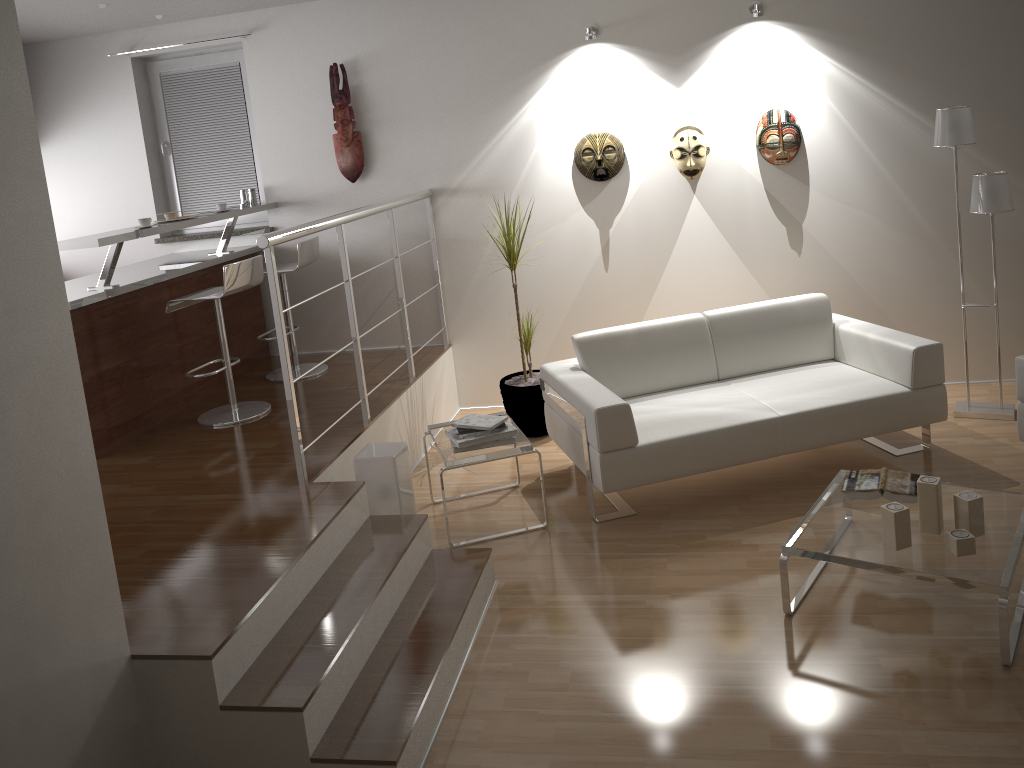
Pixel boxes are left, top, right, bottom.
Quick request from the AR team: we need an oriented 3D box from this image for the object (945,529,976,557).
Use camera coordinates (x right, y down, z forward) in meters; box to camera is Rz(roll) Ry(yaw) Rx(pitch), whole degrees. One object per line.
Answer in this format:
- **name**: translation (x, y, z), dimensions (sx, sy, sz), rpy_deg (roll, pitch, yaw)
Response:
- **object**: translation (1.484, 0.519, 2.897), dimensions (0.067, 0.072, 0.069), rpy_deg (-7, 11, -2)

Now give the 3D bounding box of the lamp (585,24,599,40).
- **lamp**: translation (0.479, -2.139, 5.320), dimensions (0.080, 0.105, 0.197), rpy_deg (-4, 14, 12)

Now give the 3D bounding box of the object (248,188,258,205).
- **object**: translation (-1.753, -1.265, 5.916), dimensions (0.052, 0.109, 0.054), rpy_deg (-7, 9, -4)

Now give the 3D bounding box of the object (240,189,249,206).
- **object**: translation (-1.811, -1.259, 5.921), dimensions (0.052, 0.107, 0.054), rpy_deg (-7, 9, -4)

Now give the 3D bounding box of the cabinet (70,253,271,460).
- **cabinet**: translation (-2.196, -0.248, 5.186), dimensions (0.632, 0.730, 1.908), rpy_deg (-4, 15, 12)

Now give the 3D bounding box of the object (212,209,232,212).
- **object**: translation (-1.811, -1.081, 5.471), dimensions (0.140, 0.008, 0.133), rpy_deg (-9, 16, -8)

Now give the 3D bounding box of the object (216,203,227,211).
- **object**: translation (-1.813, -1.106, 5.481), dimensions (0.081, 0.044, 0.067), rpy_deg (-18, 17, -39)

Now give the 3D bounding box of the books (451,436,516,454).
- **books**: translation (-0.139, 0.249, 4.065), dimensions (0.288, 0.026, 0.233), rpy_deg (-9, 16, -8)

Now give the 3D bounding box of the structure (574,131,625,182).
- **structure**: translation (0.543, -1.419, 5.466), dimensions (0.316, 0.309, 0.071), rpy_deg (-4, 8, 12)

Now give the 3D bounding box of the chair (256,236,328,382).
- **chair**: translation (-1.396, -0.478, 5.504), dimensions (0.425, 0.829, 0.397), rpy_deg (-5, 9, 8)

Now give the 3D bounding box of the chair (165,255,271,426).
- **chair**: translation (-1.549, -0.243, 4.732), dimensions (0.424, 0.829, 0.399), rpy_deg (-4, 9, 17)

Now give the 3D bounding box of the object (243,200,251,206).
- **object**: translation (-1.778, -1.216, 5.869), dimensions (0.052, 0.044, 0.051), rpy_deg (-14, 14, -30)

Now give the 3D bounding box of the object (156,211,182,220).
- **object**: translation (-1.955, -0.965, 5.029), dimensions (0.129, 0.040, 0.144), rpy_deg (-3, 15, 14)

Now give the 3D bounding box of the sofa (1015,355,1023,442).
- **sofa**: translation (2.866, 0.213, 3.115), dimensions (0.910, 0.720, 1.826), rpy_deg (-9, 15, -12)

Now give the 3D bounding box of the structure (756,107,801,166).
- **structure**: translation (1.600, -1.484, 5.248), dimensions (0.264, 0.347, 0.077), rpy_deg (-4, 8, 12)

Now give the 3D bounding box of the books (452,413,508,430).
- **books**: translation (-0.148, 0.175, 4.056), dimensions (0.216, 0.014, 0.156), rpy_deg (3, 18, 31)

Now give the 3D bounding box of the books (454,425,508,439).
- **books**: translation (-0.145, 0.202, 4.060), dimensions (0.218, 0.014, 0.155), rpy_deg (-12, 16, -18)

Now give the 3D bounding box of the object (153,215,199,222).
- **object**: translation (-1.948, -0.960, 5.093), dimensions (0.217, 0.010, 0.319), rpy_deg (-2, 16, 14)

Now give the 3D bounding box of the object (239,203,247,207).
- **object**: translation (-1.799, -1.198, 5.862), dimensions (0.050, 0.019, 0.052), rpy_deg (-3, 15, 15)

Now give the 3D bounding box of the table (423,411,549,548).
- **table**: translation (-0.141, 0.433, 4.181), dimensions (0.466, 0.390, 0.563), rpy_deg (-9, 13, -12)

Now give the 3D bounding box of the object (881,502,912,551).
- **object**: translation (1.307, 0.477, 2.980), dimensions (0.067, 0.147, 0.068), rpy_deg (-9, 9, -17)

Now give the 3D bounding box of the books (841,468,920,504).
- **books**: translation (1.443, 0.390, 3.401), dimensions (0.291, 0.054, 0.210), rpy_deg (1, 17, 27)

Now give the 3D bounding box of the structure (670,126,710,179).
- **structure**: translation (1.082, -1.406, 5.333), dimensions (0.242, 0.322, 0.133), rpy_deg (-4, 9, 13)

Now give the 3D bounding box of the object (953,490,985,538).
- **object**: translation (1.566, 0.441, 3.002), dimensions (0.067, 0.148, 0.068), rpy_deg (-9, 9, -17)

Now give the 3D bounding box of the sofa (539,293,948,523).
- **sofa**: translation (1.123, 0.045, 4.427), dimensions (1.791, 0.723, 0.927), rpy_deg (-10, 13, -13)

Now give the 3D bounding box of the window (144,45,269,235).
- **window**: translation (-2.116, -1.709, 6.175), dimensions (0.841, 1.239, 0.145), rpy_deg (-5, 7, 12)

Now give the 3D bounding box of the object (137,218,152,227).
- **object**: translation (-1.940, -0.855, 4.639), dimensions (0.080, 0.045, 0.068), rpy_deg (-15, 16, -33)

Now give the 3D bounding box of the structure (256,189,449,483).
- **structure**: translation (-0.719, -0.430, 4.690), dimensions (0.057, 1.022, 2.398), rpy_deg (-5, 14, 13)

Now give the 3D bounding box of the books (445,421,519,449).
- **books**: translation (-0.142, 0.223, 4.062), dimensions (0.290, 0.026, 0.232), rpy_deg (-12, 16, -18)

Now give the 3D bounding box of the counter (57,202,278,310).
- **counter**: translation (-2.165, -0.802, 5.215), dimensions (0.836, 0.310, 2.171), rpy_deg (-3, 16, 12)

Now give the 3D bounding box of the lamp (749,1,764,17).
- **lamp**: translation (1.433, -2.192, 5.119), dimensions (0.080, 0.105, 0.197), rpy_deg (-4, 14, 12)

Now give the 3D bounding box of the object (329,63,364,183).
- **object**: translation (-1.096, -1.710, 5.750), dimensions (0.153, 0.772, 0.152), rpy_deg (-11, 9, -32)

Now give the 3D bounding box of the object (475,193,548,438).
- **object**: translation (0.030, -0.413, 5.194), dimensions (0.439, 1.441, 0.514), rpy_deg (-3, 9, 25)

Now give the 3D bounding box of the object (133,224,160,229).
- **object**: translation (-1.945, -0.828, 4.627), dimensions (0.139, 0.008, 0.134), rpy_deg (-2, 16, 14)

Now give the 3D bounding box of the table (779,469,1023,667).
- **table**: translation (1.454, 0.609, 3.173), dimensions (0.702, 0.243, 0.816), rpy_deg (4, 18, 36)

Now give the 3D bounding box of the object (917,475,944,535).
- **object**: translation (1.460, 0.415, 3.056), dimensions (0.067, 0.192, 0.068), rpy_deg (-1, 10, 37)

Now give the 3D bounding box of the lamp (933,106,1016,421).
- **lamp**: translation (2.477, -0.644, 4.658), dimensions (0.364, 1.633, 0.213), rpy_deg (-2, 9, 32)

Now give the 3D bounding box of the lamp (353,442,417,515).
- **lamp**: translation (-0.551, 0.521, 3.893), dimensions (0.198, 0.470, 0.197), rpy_deg (-5, 8, 12)
